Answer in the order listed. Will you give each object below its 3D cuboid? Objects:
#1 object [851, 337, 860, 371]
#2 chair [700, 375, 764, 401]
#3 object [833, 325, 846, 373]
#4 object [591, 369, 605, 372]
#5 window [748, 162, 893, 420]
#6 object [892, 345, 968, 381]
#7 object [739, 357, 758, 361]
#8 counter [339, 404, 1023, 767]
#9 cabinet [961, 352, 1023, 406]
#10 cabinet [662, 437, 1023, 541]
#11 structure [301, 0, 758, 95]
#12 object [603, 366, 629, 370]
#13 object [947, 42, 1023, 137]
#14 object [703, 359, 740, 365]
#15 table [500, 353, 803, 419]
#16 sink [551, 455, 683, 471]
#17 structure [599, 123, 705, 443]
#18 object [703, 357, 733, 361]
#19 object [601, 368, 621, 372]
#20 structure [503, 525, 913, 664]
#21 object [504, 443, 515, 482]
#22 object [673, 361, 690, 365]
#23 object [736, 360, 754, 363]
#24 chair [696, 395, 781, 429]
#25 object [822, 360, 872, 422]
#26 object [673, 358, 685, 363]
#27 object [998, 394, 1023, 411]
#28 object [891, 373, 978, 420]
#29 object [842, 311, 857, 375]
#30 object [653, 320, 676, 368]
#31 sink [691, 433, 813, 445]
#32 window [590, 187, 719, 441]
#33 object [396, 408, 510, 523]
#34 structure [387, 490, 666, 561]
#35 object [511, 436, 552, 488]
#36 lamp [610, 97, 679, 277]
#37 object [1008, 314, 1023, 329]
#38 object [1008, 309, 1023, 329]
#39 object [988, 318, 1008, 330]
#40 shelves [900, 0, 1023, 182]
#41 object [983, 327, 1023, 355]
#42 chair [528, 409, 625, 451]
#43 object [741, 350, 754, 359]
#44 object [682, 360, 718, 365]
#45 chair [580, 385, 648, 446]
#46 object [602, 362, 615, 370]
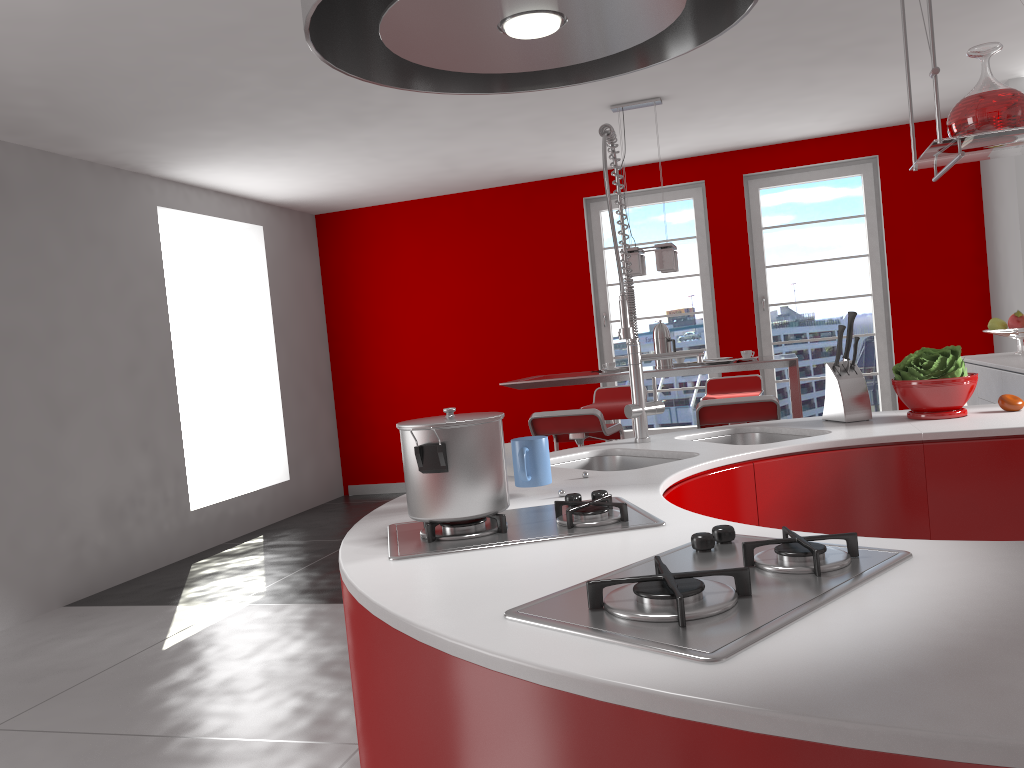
[{"bbox_3d":[1.035,-0.045,2.685,0.009,0.197,0.091,-6,2,-12],"label":"object"},{"bbox_3d":[1.548,0.383,6.118,0.418,0.857,0.460,-5,2,19],"label":"chair"},{"bbox_3d":[0.982,-0.037,2.675,0.012,0.279,0.130,-6,2,-12],"label":"object"},{"bbox_3d":[0.555,-0.088,5.779,0.095,0.012,0.234,-5,2,16],"label":"object"},{"bbox_3d":[2.444,-0.666,7.046,0.938,2.038,0.117,-5,2,17],"label":"window"},{"bbox_3d":[1.212,-0.015,2.570,0.198,0.182,0.193,-5,2,22],"label":"object"},{"bbox_3d":[1.374,-0.146,5.187,0.119,0.016,0.119,-4,3,37],"label":"object"},{"bbox_3d":[0.935,0.585,2.075,2.865,0.880,1.868,-7,3,-39],"label":"counter"},{"bbox_3d":[2.881,0.297,4.682,0.610,0.880,1.802,-5,2,17],"label":"cabinet"},{"bbox_3d":[1.177,0.534,1.956,1.875,0.761,1.025,-7,2,-28],"label":"cabinet"},{"bbox_3d":[-0.016,-0.984,1.260,0.644,0.958,0.644,-6,2,-17],"label":"structure"},{"bbox_3d":[0.686,-0.101,5.736,0.217,0.015,0.217,-4,3,41],"label":"object"},{"bbox_3d":[1.311,-0.794,2.443,0.213,0.266,0.213,-3,3,45],"label":"object"},{"bbox_3d":[1.185,-0.123,5.050,0.217,0.015,0.217,-7,3,-37],"label":"object"},{"bbox_3d":[0.900,0.400,5.448,1.700,1.000,0.800,-5,2,17],"label":"table"},{"bbox_3d":[0.274,0.303,2.351,0.326,0.172,0.428,-7,3,-34],"label":"sink"},{"bbox_3d":[0.372,-0.284,2.576,0.308,0.920,0.178,-7,3,-30],"label":"structure"},{"bbox_3d":[1.276,-0.151,5.564,0.217,0.015,0.217,-6,2,-7],"label":"object"},{"bbox_3d":[0.617,-0.086,5.534,0.119,0.016,0.119,-6,2,-3],"label":"object"},{"bbox_3d":[0.249,0.228,1.088,0.457,0.037,0.303,-8,3,-43],"label":"structure"},{"bbox_3d":[-0.001,0.175,2.011,0.100,0.080,0.109,-6,2,-13],"label":"object"},{"bbox_3d":[1.048,-0.126,5.512,0.119,0.016,0.119,-5,2,14],"label":"object"},{"bbox_3d":[1.315,-0.132,5.004,0.095,0.012,0.234,-5,2,17],"label":"object"},{"bbox_3d":[1.176,0.480,4.531,0.418,0.857,0.460,-5,2,12],"label":"chair"},{"bbox_3d":[1.012,0.020,2.701,0.091,0.178,0.137,-6,2,-10],"label":"object"},{"bbox_3d":[1.041,-0.150,5.517,0.062,0.049,0.078,-7,3,-33],"label":"object"},{"bbox_3d":[1.428,0.054,2.537,0.064,0.048,0.063,-6,2,-5],"label":"object"},{"bbox_3d":[1.227,0.037,2.570,0.229,0.118,0.228,-6,2,-12],"label":"object"},{"bbox_3d":[1.009,-0.055,2.671,0.014,0.322,0.150,-6,2,-12],"label":"object"},{"bbox_3d":[0.927,-0.247,5.370,0.149,0.287,0.113,-5,2,25],"label":"object"},{"bbox_3d":[0.700,0.253,2.580,0.326,0.172,0.428,-6,2,-22],"label":"sink"},{"bbox_3d":[1.204,-0.560,7.423,0.938,2.038,0.117,-5,2,17],"label":"window"},{"bbox_3d":[-0.100,0.133,1.550,0.189,0.185,0.218,-6,2,-21],"label":"object"},{"bbox_3d":[0.008,0.233,1.565,0.457,0.037,0.303,-6,2,-8],"label":"structure"},{"bbox_3d":[0.044,0.166,1.889,0.080,0.100,0.109,-6,2,-10],"label":"object"},{"bbox_3d":[0.799,-1.184,5.371,0.304,1.025,0.304,-5,2,17],"label":"lamp"},{"bbox_3d":[3.006,-0.372,5.282,0.117,0.105,0.096,-8,3,-44],"label":"object"},{"bbox_3d":[2.906,-0.367,5.112,0.097,0.133,0.117,-5,2,6],"label":"object"},{"bbox_3d":[2.868,-0.349,5.234,0.083,0.086,0.100,-6,2,-24],"label":"object"},{"bbox_3d":[1.561,-1.145,2.365,0.934,1.023,0.462,-5,2,17],"label":"shelves"},{"bbox_3d":[2.981,-0.253,5.183,0.398,0.159,0.398,-6,2,-24],"label":"object"},{"bbox_3d":[0.381,0.548,4.778,0.418,0.857,0.460,-5,2,22],"label":"chair"},{"bbox_3d":[1.379,-0.170,5.184,0.078,0.049,0.062,-5,2,17],"label":"object"},{"bbox_3d":[1.126,-0.127,5.306,0.217,0.015,0.217,-7,3,-36],"label":"object"},{"bbox_3d":[0.754,0.452,6.338,0.418,0.857,0.460,-5,2,24],"label":"chair"},{"bbox_3d":[0.609,-0.109,5.538,0.078,0.049,0.062,-4,3,39],"label":"object"}]
